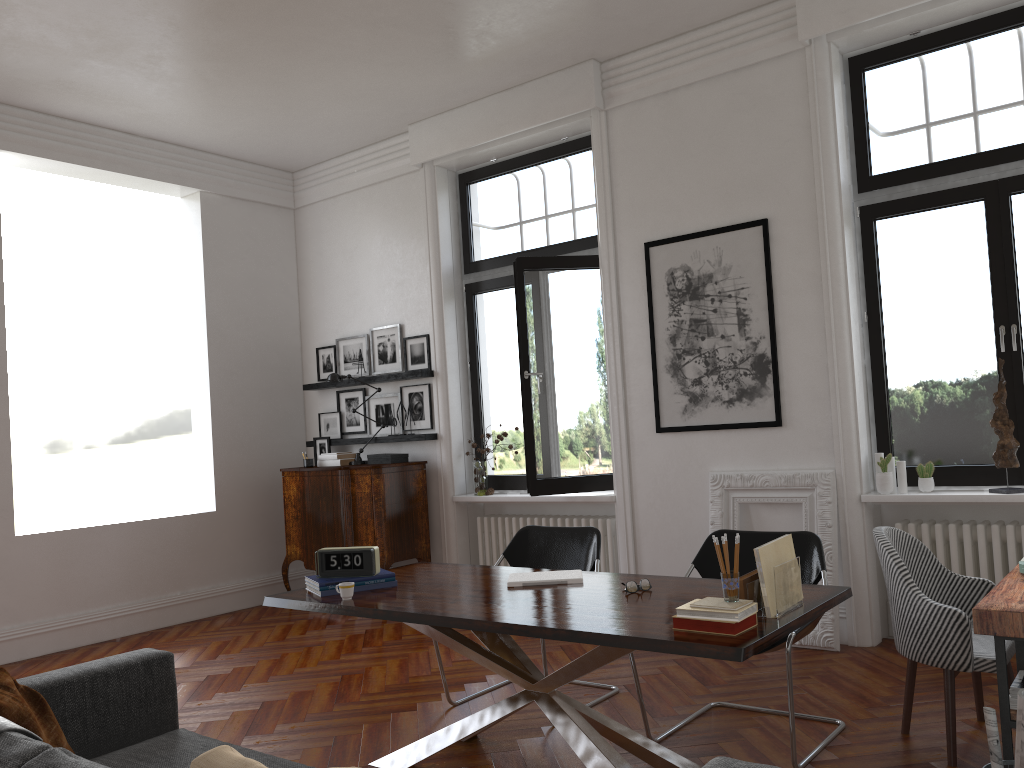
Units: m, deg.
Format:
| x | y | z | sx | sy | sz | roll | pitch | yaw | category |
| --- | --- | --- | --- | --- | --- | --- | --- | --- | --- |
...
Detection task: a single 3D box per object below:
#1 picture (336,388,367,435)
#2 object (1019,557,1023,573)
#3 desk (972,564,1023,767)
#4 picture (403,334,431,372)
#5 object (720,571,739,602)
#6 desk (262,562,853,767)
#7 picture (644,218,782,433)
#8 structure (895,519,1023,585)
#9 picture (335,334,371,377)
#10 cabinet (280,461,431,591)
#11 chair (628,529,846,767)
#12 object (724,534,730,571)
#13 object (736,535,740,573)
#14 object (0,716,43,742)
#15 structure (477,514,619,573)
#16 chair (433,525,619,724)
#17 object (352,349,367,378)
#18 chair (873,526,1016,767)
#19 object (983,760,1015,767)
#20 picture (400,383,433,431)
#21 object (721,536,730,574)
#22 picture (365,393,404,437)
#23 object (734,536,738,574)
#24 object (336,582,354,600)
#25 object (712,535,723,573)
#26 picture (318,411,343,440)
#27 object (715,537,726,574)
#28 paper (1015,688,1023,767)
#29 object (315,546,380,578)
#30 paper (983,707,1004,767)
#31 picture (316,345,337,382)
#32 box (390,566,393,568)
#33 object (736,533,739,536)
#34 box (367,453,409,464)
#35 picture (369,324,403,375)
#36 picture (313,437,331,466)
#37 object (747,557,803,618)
| x | y | z | sx | sy | sz | roll | pitch | yaw | category |
| --- | --- | --- | --- | --- | --- | --- | --- | --- | --- |
| -1.444 | 0.252 | 7.997 | 0.374 | 0.406 | 0.020 | -5 | -2 | 38 | picture |
| 2.276 | 0.633 | 3.459 | 0.485 | 0.148 | 0.535 | -6 | -4 | 36 | object |
| 2.324 | 1.085 | 3.384 | 0.648 | 0.757 | 1.798 | -5 | -3 | 38 | desk |
| -0.803 | -0.254 | 7.492 | 0.290 | 0.303 | 0.020 | -5 | -2 | 38 | picture |
| 0.698 | 0.646 | 2.828 | 0.058 | 0.091 | 0.058 | -4 | -2 | 25 | object |
| 0.115 | 1.223 | 3.603 | 2.228 | 0.751 | 1.029 | -6 | -3 | 38 | desk |
| 1.310 | -0.356 | 5.870 | 0.883 | 1.322 | 0.035 | -5 | -2 | 38 | picture |
| 2.881 | 1.167 | 4.980 | 1.454 | 0.778 | 0.225 | -6 | -3 | 38 | structure |
| -1.433 | -0.243 | 7.980 | 0.416 | 0.367 | 0.020 | -5 | -3 | 38 | picture |
| -1.349 | 1.295 | 7.483 | 1.267 | 1.217 | 0.640 | -5 | -3 | 38 | cabinet |
| 1.007 | 1.127 | 3.917 | 0.753 | 0.872 | 0.745 | -5 | -3 | 38 | chair |
| 0.697 | 0.581 | 2.859 | 0.008 | 0.193 | 0.049 | -4 | -2 | 7 | object |
| 0.715 | 0.576 | 2.814 | 0.008 | 0.195 | 0.038 | -3 | -2 | -26 | object |
| -1.555 | 1.021 | 2.232 | 0.753 | 0.387 | 0.400 | -6 | -3 | 38 | object |
| 0.301 | 1.429 | 6.981 | 1.454 | 0.778 | 0.225 | -6 | -3 | 38 | structure |
| 0.080 | 1.221 | 4.637 | 0.753 | 0.872 | 0.745 | -5 | -3 | 38 | chair |
| -1.351 | -0.176 | 7.845 | 0.174 | 0.260 | 0.040 | -5 | -2 | 38 | object |
| 1.843 | 1.059 | 3.734 | 0.548 | 0.899 | 0.716 | -5 | -3 | 30 | chair |
| 1.567 | 1.331 | 2.661 | 0.261 | 0.304 | 0.261 | -4 | -2 | 2 | object |
| -0.812 | 0.201 | 7.510 | 0.343 | 0.384 | 0.020 | -5 | -2 | 38 | picture |
| 0.682 | 0.578 | 2.806 | 0.036 | 0.195 | 0.008 | -2 | -2 | -40 | object |
| -1.114 | 0.275 | 7.742 | 0.434 | 0.365 | 0.020 | -5 | -3 | 38 | picture |
| 0.707 | 0.577 | 2.806 | 0.008 | 0.194 | 0.044 | -3 | -2 | -22 | object |
| -0.697 | 0.870 | 3.730 | 0.064 | 0.065 | 0.082 | -2 | -3 | -32 | object |
| 0.672 | 0.582 | 2.847 | 0.049 | 0.193 | 0.008 | -5 | -2 | 42 | object |
| -1.668 | 0.387 | 8.142 | 0.300 | 0.253 | 0.020 | -5 | -3 | 38 | picture |
| 0.671 | 0.581 | 2.814 | 0.049 | 0.193 | 0.008 | -3 | -2 | -29 | object |
| 1.487 | 1.156 | 2.578 | 0.047 | 0.609 | 0.330 | -4 | -2 | 18 | paper |
| -0.735 | 0.796 | 3.960 | 0.275 | 0.125 | 0.082 | -4 | -2 | 11 | object |
| 1.495 | 1.237 | 2.713 | 0.033 | 0.478 | 0.073 | -3 | -2 | -15 | paper |
| -1.711 | -0.189 | 8.197 | 0.267 | 0.315 | 0.020 | -5 | -2 | 38 | picture |
| -1.210 | 1.632 | 7.402 | 0.394 | 0.177 | 0.209 | -1 | -4 | -42 | box |
| 0.718 | 0.577 | 2.840 | 0.032 | 0.195 | 0.008 | -3 | -2 | -8 | object |
| -1.034 | 0.623 | 7.392 | 0.282 | 0.086 | 0.208 | -6 | -4 | 38 | box |
| -1.095 | -0.298 | 7.718 | 0.370 | 0.408 | 0.020 | -5 | -2 | 38 | picture |
| -1.715 | 0.608 | 8.014 | 0.213 | 0.257 | 0.020 | -5 | -2 | 38 | picture |
| 0.873 | 0.687 | 3.026 | 0.150 | 0.166 | 0.228 | -5 | -3 | 38 | object |
